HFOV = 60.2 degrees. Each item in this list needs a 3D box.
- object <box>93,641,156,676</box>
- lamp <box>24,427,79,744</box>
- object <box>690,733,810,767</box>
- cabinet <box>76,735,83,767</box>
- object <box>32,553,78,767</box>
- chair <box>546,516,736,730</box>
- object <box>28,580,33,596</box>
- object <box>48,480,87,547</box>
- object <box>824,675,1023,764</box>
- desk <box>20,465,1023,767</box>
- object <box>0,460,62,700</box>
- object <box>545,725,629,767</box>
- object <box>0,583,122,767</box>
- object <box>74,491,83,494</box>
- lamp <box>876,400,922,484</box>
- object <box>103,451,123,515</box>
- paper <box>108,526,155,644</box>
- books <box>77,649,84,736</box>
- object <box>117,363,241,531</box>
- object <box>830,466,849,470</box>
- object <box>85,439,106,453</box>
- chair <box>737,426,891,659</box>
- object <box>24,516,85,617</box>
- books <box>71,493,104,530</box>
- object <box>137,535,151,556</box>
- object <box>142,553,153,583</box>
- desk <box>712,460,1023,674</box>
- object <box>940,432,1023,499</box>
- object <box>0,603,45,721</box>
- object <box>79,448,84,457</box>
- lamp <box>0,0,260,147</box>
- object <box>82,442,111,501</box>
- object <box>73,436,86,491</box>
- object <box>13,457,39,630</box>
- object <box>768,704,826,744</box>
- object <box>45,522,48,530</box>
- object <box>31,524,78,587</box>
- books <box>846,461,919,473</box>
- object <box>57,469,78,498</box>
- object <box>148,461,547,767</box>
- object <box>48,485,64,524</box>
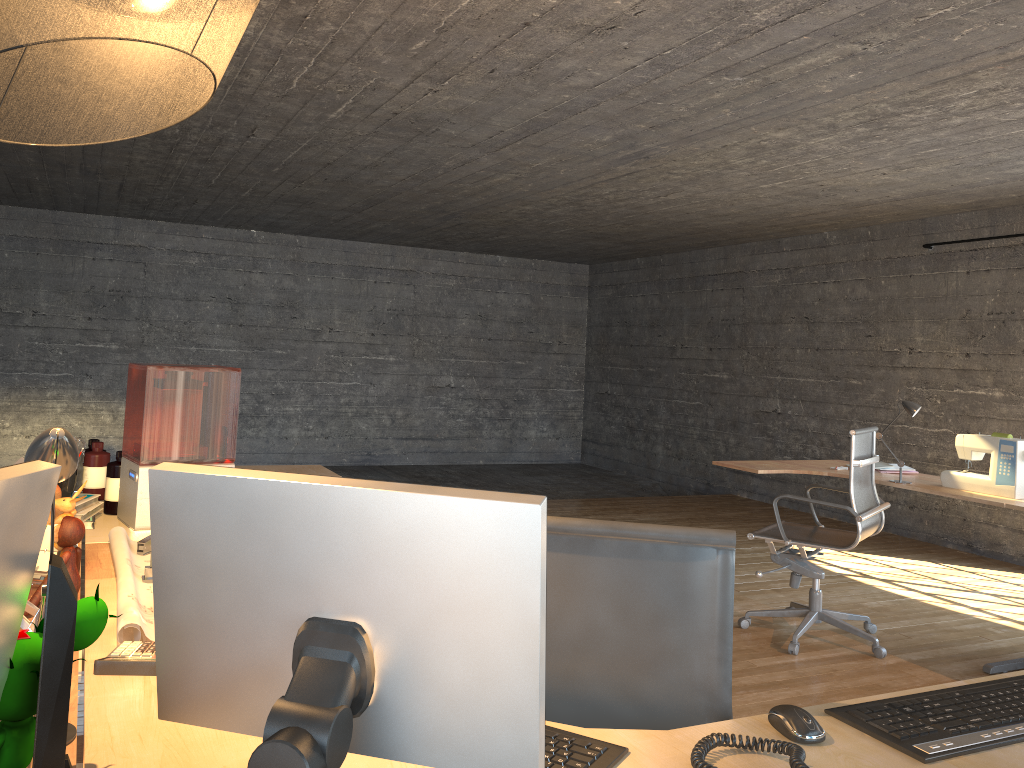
[{"bbox_3d":[-0.617,0.449,1.470,0.109,0.023,0.138,3,2,-6],"label":"object"},{"bbox_3d":[-0.618,0.265,1.161,0.105,0.411,0.206,4,-3,-14],"label":"lamp"},{"bbox_3d":[0.358,0.481,1.039,0.279,0.081,0.410,3,2,6],"label":"object"},{"bbox_3d":[-0.931,0.896,1.563,0.472,0.575,0.424,3,-2,-18],"label":"cabinet"},{"bbox_3d":[-0.524,0.340,1.016,0.085,0.279,0.084,2,-3,21],"label":"object"},{"bbox_3d":[0.114,0.736,1.195,0.653,1.021,0.681,2,-2,8],"label":"chair"},{"bbox_3d":[-0.977,0.392,1.720,0.077,0.082,0.076,3,-1,-7],"label":"object"},{"bbox_3d":[-1.033,0.326,2.071,0.094,0.190,0.084,3,-3,-2],"label":"object"},{"bbox_3d":[0.751,0.524,1.410,0.489,0.011,0.187,2,2,-26],"label":"object"},{"bbox_3d":[-1.005,0.796,2.006,3.251,0.742,3.470,2,2,-26],"label":"desk"},{"bbox_3d":[-0.569,0.290,0.773,0.285,0.392,0.468,3,0,-1],"label":"object"},{"bbox_3d":[-0.098,0.487,1.254,0.491,0.011,0.186,4,2,29],"label":"object"},{"bbox_3d":[-0.582,0.365,1.050,0.115,0.221,0.245,2,-1,24],"label":"object"},{"bbox_3d":[-1.357,0.323,2.641,0.133,0.129,0.039,3,-3,-30],"label":"object"},{"bbox_3d":[1.937,0.285,4.425,0.105,0.411,0.207,6,-4,-39],"label":"lamp"},{"bbox_3d":[-1.194,0.298,2.689,0.079,0.188,0.079,4,-3,-18],"label":"object"},{"bbox_3d":[-0.606,0.457,2.033,0.580,0.114,0.851,2,2,-26],"label":"paper"},{"bbox_3d":[-0.918,0.554,1.603,0.309,0.110,0.220,2,1,-24],"label":"books"},{"bbox_3d":[-0.985,0.174,2.609,0.269,0.461,0.222,4,-3,-36],"label":"object"},{"bbox_3d":[1.798,0.462,4.878,0.142,0.013,0.127,2,2,-22],"label":"object"},{"bbox_3d":[-1.408,0.279,2.959,0.079,0.188,0.079,4,-3,-18],"label":"object"},{"bbox_3d":[1.458,0.704,4.236,0.685,1.021,0.649,1,-2,34],"label":"chair"},{"bbox_3d":[-0.897,0.350,1.743,0.094,0.178,0.224,3,0,2],"label":"object"},{"bbox_3d":[-1.270,0.361,2.512,0.178,0.070,0.229,2,1,-18],"label":"books"},{"bbox_3d":[-0.903,0.401,2.242,0.022,0.042,0.134,2,1,11],"label":"object"},{"bbox_3d":[-0.756,0.410,1.976,0.130,0.056,0.049,2,-1,-25],"label":"object"},{"bbox_3d":[2.024,0.896,3.452,1.631,0.742,3.509,2,2,-25],"label":"desk"},{"bbox_3d":[2.250,0.370,4.181,0.136,0.285,0.402,4,-1,-26],"label":"object"},{"bbox_3d":[-0.682,0.386,1.211,0.084,0.160,0.082,5,-3,-37],"label":"object"},{"bbox_3d":[-1.298,0.238,2.507,0.076,0.102,0.151,3,0,4],"label":"object"},{"bbox_3d":[1.979,0.388,0.398,6.244,1.945,0.383,3,-3,20],"label":"lamp"},{"bbox_3d":[-1.362,0.284,2.890,0.079,0.188,0.079,3,-3,-8],"label":"object"},{"bbox_3d":[-1.421,0.273,2.822,0.098,0.215,0.094,4,-3,-28],"label":"object"},{"bbox_3d":[-0.895,0.298,1.463,0.285,0.301,0.395,4,-1,-35],"label":"object"},{"bbox_3d":[0.421,0.500,1.313,0.059,0.034,0.101,3,1,-16],"label":"object"},{"bbox_3d":[-0.974,0.344,1.728,0.104,0.177,0.100,5,-3,-39],"label":"object"},{"bbox_3d":[-0.977,0.364,1.836,0.154,0.136,0.098,3,-2,9],"label":"object"},{"bbox_3d":[2.052,0.457,4.909,0.318,0.045,0.306,3,2,9],"label":"books"},{"bbox_3d":[-1.278,0.285,2.505,0.077,0.082,0.076,2,-2,44],"label":"object"},{"bbox_3d":[-0.196,0.301,0.996,0.470,0.393,0.284,3,-2,15],"label":"object"},{"bbox_3d":[-1.233,0.318,2.257,0.130,0.177,0.197,3,-1,-2],"label":"object"}]
